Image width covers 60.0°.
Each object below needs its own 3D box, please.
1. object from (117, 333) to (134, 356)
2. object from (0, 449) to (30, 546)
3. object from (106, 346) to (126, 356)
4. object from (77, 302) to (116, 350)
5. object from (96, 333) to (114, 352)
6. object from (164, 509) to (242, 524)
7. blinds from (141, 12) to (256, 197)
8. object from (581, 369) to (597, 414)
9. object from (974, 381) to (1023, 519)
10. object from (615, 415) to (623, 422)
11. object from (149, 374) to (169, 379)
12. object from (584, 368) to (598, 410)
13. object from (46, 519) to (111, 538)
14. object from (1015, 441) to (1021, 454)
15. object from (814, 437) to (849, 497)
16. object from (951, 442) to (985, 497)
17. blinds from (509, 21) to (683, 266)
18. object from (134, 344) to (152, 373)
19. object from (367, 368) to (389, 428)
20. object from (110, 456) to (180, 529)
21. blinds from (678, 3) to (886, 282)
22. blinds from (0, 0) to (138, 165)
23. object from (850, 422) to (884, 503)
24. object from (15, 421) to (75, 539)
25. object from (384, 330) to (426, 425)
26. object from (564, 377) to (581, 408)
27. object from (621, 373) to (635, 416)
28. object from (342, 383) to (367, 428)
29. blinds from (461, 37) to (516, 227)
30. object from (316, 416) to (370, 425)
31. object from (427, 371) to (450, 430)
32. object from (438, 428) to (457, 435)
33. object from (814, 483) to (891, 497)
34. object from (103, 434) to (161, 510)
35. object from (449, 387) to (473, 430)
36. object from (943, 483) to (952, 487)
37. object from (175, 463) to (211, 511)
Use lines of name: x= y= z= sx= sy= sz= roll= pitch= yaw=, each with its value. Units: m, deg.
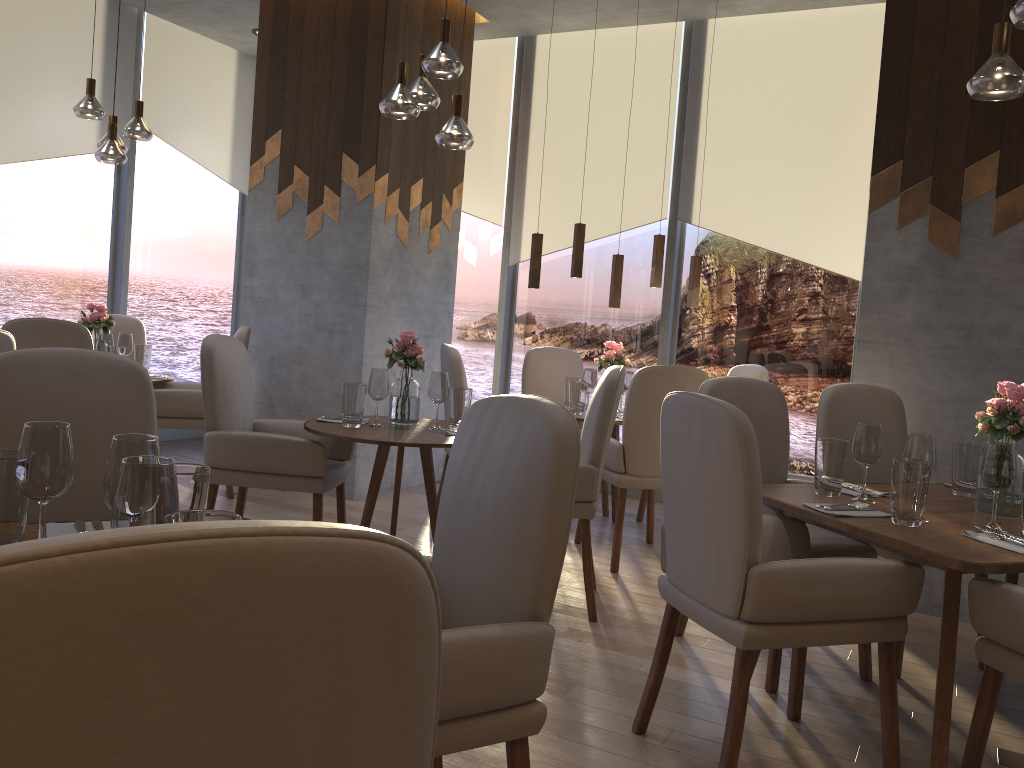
object: x=-2.283 y=-0.177 z=5.224 sx=0.092 sy=0.244 sz=0.092 roll=3 pitch=3 yaw=-32
object: x=-0.916 y=0.213 z=1.586 sx=0.102 sy=0.178 sz=0.102 roll=4 pitch=3 yaw=-14
object: x=-2.219 y=-0.120 z=4.952 sx=0.102 sy=0.178 sz=0.102 roll=4 pitch=3 yaw=0
object: x=-2.408 y=-0.265 z=5.130 sx=0.210 sy=0.415 sz=0.198 roll=3 pitch=3 yaw=-25
object: x=-2.304 y=-0.163 z=5.016 sx=0.092 sy=0.244 sz=0.092 roll=5 pitch=2 yaw=9
object: x=-0.434 y=0.274 z=1.233 sx=0.102 sy=0.178 sz=0.102 roll=6 pitch=3 yaw=28
blinds: x=-2.405 y=-2.902 z=7.030 sx=0.007 sy=2.677 sz=1.173 roll=5 pitch=3 yaw=27
object: x=0.426 y=0.043 z=4.960 sx=0.092 sy=0.244 sz=0.092 roll=4 pitch=2 yaw=1
object: x=1.523 y=0.198 z=2.725 sx=0.198 sy=0.415 sz=0.210 roll=4 pitch=3 yaw=5
object: x=0.587 y=0.181 z=4.781 sx=0.157 sy=0.019 sz=0.255 roll=3 pitch=4 yaw=-16
object: x=-2.138 y=-0.049 z=5.167 sx=0.255 sy=0.019 sz=0.158 roll=3 pitch=4 yaw=-13
object: x=0.449 y=0.031 z=5.163 sx=0.092 sy=0.244 sz=0.092 roll=4 pitch=2 yaw=5
object: x=-0.809 y=0.292 z=1.711 sx=0.157 sy=0.019 sz=0.255 roll=2 pitch=5 yaw=-30
object: x=1.652 y=0.272 z=2.977 sx=0.092 sy=0.244 sz=0.092 roll=4 pitch=2 yaw=5
object: x=1.020 y=0.267 z=2.844 sx=0.102 sy=0.178 sz=0.102 roll=4 pitch=3 yaw=-14
object: x=1.558 y=0.294 z=3.038 sx=0.102 sy=0.178 sz=0.102 roll=4 pitch=3 yaw=-14
blinds: x=0.593 y=-2.137 z=6.159 sx=1.175 sy=2.677 sz=0.007 roll=6 pitch=3 yaw=27
object: x=-2.214 y=-0.145 z=5.308 sx=0.102 sy=0.178 sz=0.102 roll=2 pitch=3 yaw=-36
object: x=-0.564 y=0.058 z=3.724 sx=0.092 sy=0.244 sz=0.092 roll=5 pitch=3 yaw=21
object: x=-0.531 y=0.230 z=1.278 sx=0.092 sy=0.244 sz=0.092 roll=5 pitch=2 yaw=14
blinds: x=1.694 y=-2.007 z=5.584 sx=1.175 sy=2.677 sz=0.007 roll=6 pitch=3 yaw=27
blinds: x=-2.997 y=-2.676 z=5.931 sx=0.007 sy=2.677 sz=1.173 roll=5 pitch=3 yaw=27
object: x=1.113 y=0.246 z=2.783 sx=0.092 sy=0.244 sz=0.092 roll=6 pitch=3 yaw=27
object: x=-0.814 y=0.191 z=1.541 sx=0.092 sy=0.244 sz=0.092 roll=4 pitch=2 yaw=-10
object: x=-0.471 y=-0.032 z=3.880 sx=0.198 sy=0.415 sz=0.210 roll=4 pitch=3 yaw=-15
object: x=0.355 y=0.052 z=5.224 sx=0.102 sy=0.178 sz=0.102 roll=3 pitch=3 yaw=-24
object: x=0.647 y=0.062 z=4.934 sx=0.092 sy=0.244 sz=0.092 roll=4 pitch=2 yaw=-13
object: x=-0.656 y=0.088 z=3.662 sx=0.102 sy=0.178 sz=0.102 roll=5 pitch=3 yaw=8
blinds: x=-0.490 y=-2.543 z=6.724 sx=1.175 sy=2.677 sz=0.007 roll=6 pitch=3 yaw=27
object: x=-0.707 y=0.153 z=3.825 sx=0.255 sy=0.019 sz=0.158 roll=4 pitch=4 yaw=2
object: x=-0.316 y=0.071 z=3.794 sx=0.092 sy=0.244 sz=0.092 roll=4 pitch=3 yaw=-17
object: x=-0.193 y=0.200 z=3.698 sx=0.255 sy=0.019 sz=0.158 roll=4 pitch=4 yaw=3
object: x=1.146 y=0.349 z=2.949 sx=0.157 sy=0.019 sz=0.255 roll=3 pitch=4 yaw=-20
object: x=-0.632 y=0.209 z=1.473 sx=0.092 sy=0.244 sz=0.092 roll=4 pitch=2 yaw=-7
object: x=-0.228 y=0.106 z=3.856 sx=0.102 sy=0.178 sz=0.102 roll=5 pitch=3 yaw=19
object: x=1.684 y=0.376 z=3.142 sx=0.157 sy=0.019 sz=0.255 roll=3 pitch=4 yaw=-20
object: x=-0.594 y=0.237 z=1.576 sx=0.102 sy=0.178 sz=0.102 roll=4 pitch=3 yaw=-16
